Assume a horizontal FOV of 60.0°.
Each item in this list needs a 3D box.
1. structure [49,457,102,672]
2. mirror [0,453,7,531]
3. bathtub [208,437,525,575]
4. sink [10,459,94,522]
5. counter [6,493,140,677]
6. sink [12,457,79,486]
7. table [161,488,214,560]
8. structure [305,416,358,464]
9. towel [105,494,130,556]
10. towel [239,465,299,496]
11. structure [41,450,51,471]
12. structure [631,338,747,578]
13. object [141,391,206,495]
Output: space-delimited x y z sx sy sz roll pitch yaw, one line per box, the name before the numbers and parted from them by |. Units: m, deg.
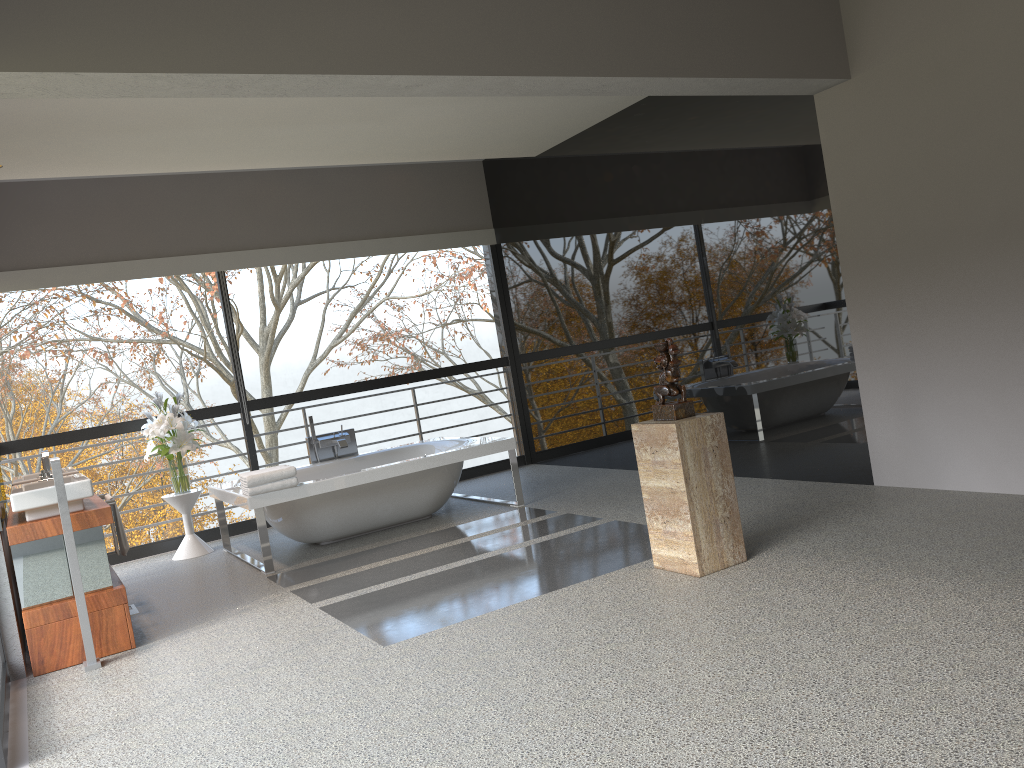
structure | -2.084 0.838 4.206 0.069 0.988 0.303 -10 2 -29
mirror | -3.039 -0.052 4.848 0.253 1.617 1.789 -10 2 -29
bathtub | -1.091 0.827 6.590 1.959 0.504 1.327 -11 2 -29
sink | -2.379 0.523 4.561 0.352 0.266 0.750 -11 2 -29
counter | -2.505 1.017 5.048 0.525 0.704 1.847 -10 2 -29
sink | -2.893 0.573 5.488 0.352 0.266 0.750 -11 2 -29
table | -2.462 1.063 6.740 0.307 0.478 0.308 -8 2 45
structure | -1.377 0.666 7.134 0.402 0.884 0.330 -10 2 -29
towel | -2.333 0.834 5.242 0.079 0.368 0.302 -10 2 -28
towel | -1.568 0.625 5.727 0.322 0.145 0.305 -10 2 -26
structure | -3.008 0.929 5.872 0.069 0.988 0.303 -10 2 -29
structure | 0.793 0.318 4.144 0.292 1.074 0.328 -10 2 -29
object | -2.575 0.437 6.710 0.450 0.795 0.460 -10 2 -2
